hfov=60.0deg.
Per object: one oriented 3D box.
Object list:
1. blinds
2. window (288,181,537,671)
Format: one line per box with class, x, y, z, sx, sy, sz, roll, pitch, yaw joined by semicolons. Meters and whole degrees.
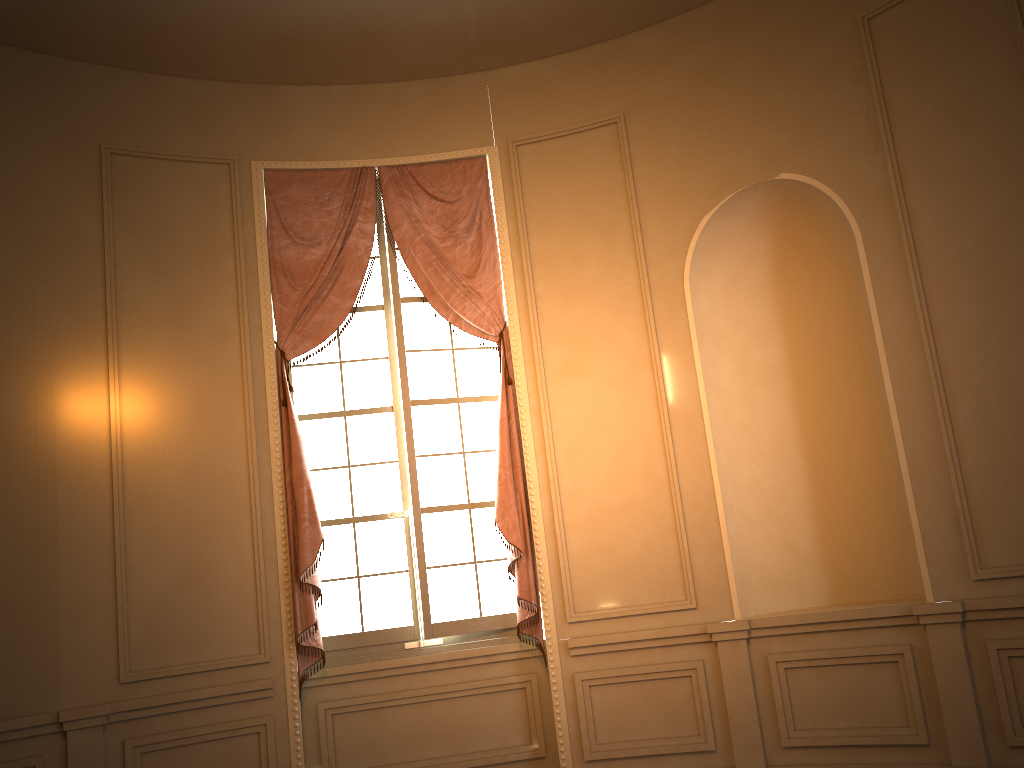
blinds;-0.613;0.132;4.906;1.339;2.953;0.286;-5;-10;-8
window;-0.643;0.121;5.139;1.315;2.814;0.153;-5;-10;-7
